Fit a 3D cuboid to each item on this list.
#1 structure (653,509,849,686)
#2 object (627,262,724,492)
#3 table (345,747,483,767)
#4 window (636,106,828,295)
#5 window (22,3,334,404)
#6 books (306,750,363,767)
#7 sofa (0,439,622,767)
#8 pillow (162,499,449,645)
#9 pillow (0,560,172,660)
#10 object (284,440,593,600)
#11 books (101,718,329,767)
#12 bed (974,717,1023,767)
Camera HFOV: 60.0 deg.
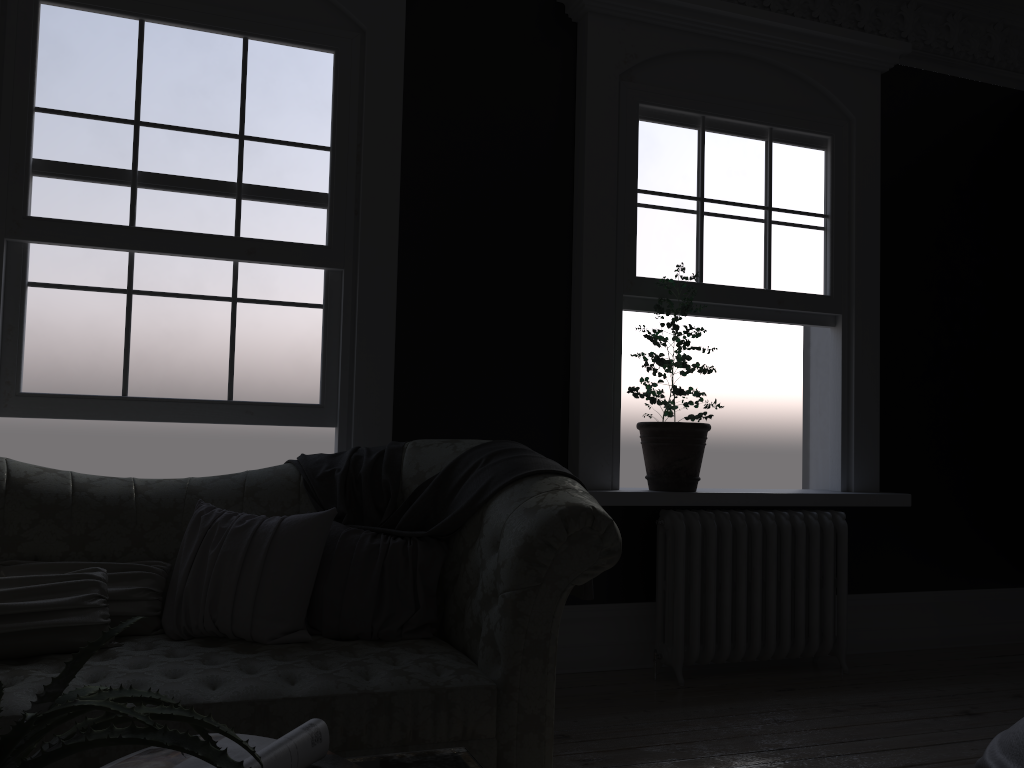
[{"bbox_3d":[1.229,1.065,4.507,1.141,0.847,0.276,3,-3,-20],"label":"structure"},{"bbox_3d":[0.823,-0.027,4.478,0.474,1.132,0.506,0,-3,20],"label":"object"},{"bbox_3d":[-0.588,0.864,0.832,1.449,0.557,1.093,3,-4,-20],"label":"table"},{"bbox_3d":[1.201,-0.936,4.812,1.263,1.016,0.056,3,-3,-20],"label":"window"},{"bbox_3d":[-1.418,-0.743,3.863,1.263,1.670,0.056,3,-3,-20],"label":"window"},{"bbox_3d":[-0.365,0.544,1.195,0.318,0.011,0.252,5,-6,-43],"label":"books"},{"bbox_3d":[-1.209,0.734,2.947,2.813,1.159,1.607,3,-4,-19],"label":"sofa"},{"bbox_3d":[-0.702,0.647,3.081,0.964,0.461,0.405,2,-4,-12],"label":"pillow"},{"bbox_3d":[-1.637,0.619,2.724,1.105,0.416,0.529,3,-4,-20],"label":"pillow"},{"bbox_3d":[-0.331,0.500,3.381,1.367,0.584,0.517,-1,-4,30],"label":"object"},{"bbox_3d":[-0.437,0.526,1.161,0.273,0.109,0.322,0,-4,15],"label":"books"},{"bbox_3d":[2.857,0.677,2.074,3.285,1.297,2.767,4,-5,-31],"label":"bed"}]
